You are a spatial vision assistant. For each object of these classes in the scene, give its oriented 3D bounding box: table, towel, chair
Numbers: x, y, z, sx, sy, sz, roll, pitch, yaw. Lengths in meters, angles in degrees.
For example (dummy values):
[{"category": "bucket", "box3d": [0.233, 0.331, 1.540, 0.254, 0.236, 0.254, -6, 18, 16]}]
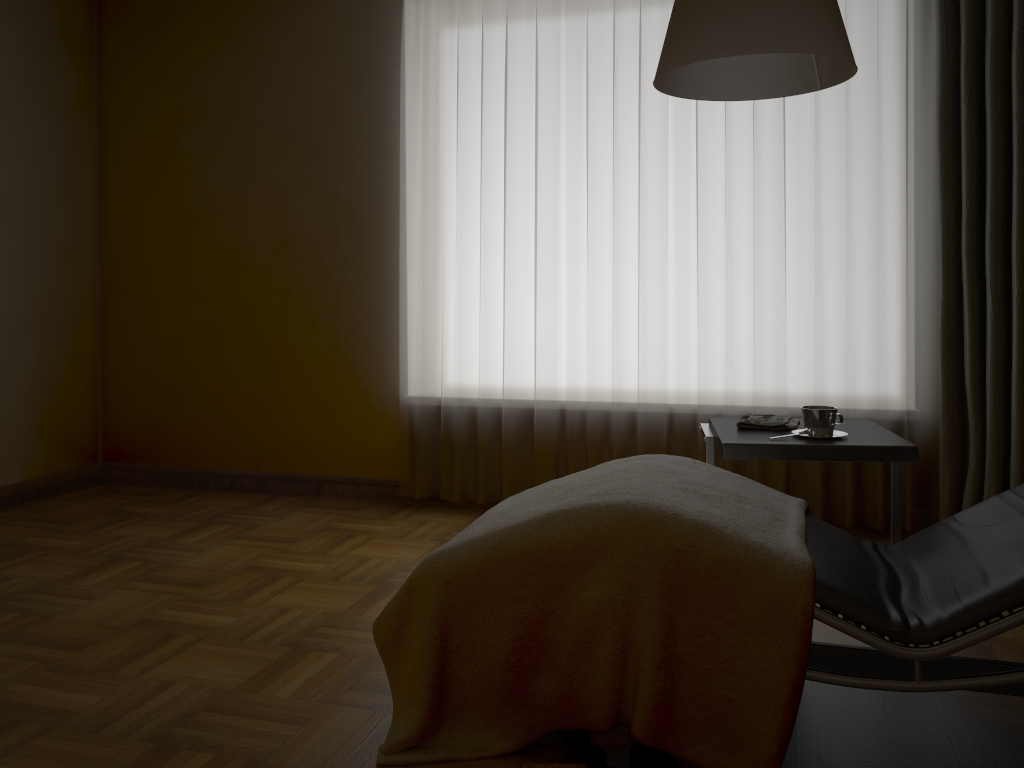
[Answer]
[{"category": "table", "box3d": [0.850, 0.156, 2.588, 0.499, 0.045, 0.520, 0, 6, 9]}, {"category": "towel", "box3d": [0.779, 0.115, 2.690, 0.179, 0.035, 0.242, 2, 6, 21]}, {"category": "chair", "box3d": [0.719, 0.324, 1.876, 1.788, 0.796, 0.637, 1, 3, 17]}]

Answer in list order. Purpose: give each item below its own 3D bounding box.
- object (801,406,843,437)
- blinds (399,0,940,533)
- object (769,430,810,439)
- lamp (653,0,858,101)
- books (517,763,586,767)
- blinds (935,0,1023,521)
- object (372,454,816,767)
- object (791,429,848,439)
[{"category": "object", "box3d": [0.865, 0.105, 2.465, 0.111, 0.078, 0.098, 1, 4, 19]}, {"category": "blinds", "box3d": [0.542, -0.621, 3.534, 2.196, 2.287, 0.092, 0, 1, 17]}, {"category": "object", "box3d": [0.764, 0.139, 2.433, 0.123, 0.019, 0.029, -2, 4, -14]}, {"category": "lamp", "box3d": [1.006, -0.218, 1.864, 1.415, 1.964, 0.452, 0, 1, 21]}, {"category": "books", "box3d": [0.069, 0.698, 1.498, 0.123, 0.018, 0.173, 0, 6, 2]}, {"category": "blinds", "box3d": [1.887, -0.592, 2.517, 0.224, 2.448, 1.535, -1, 2, -28]}, {"category": "object", "box3d": [0.220, 0.460, 2.050, 0.908, 0.519, 0.921, 1, 5, 18]}, {"category": "object", "box3d": [0.859, 0.141, 2.468, 0.150, 0.009, 0.150, 2, 6, 23]}]
